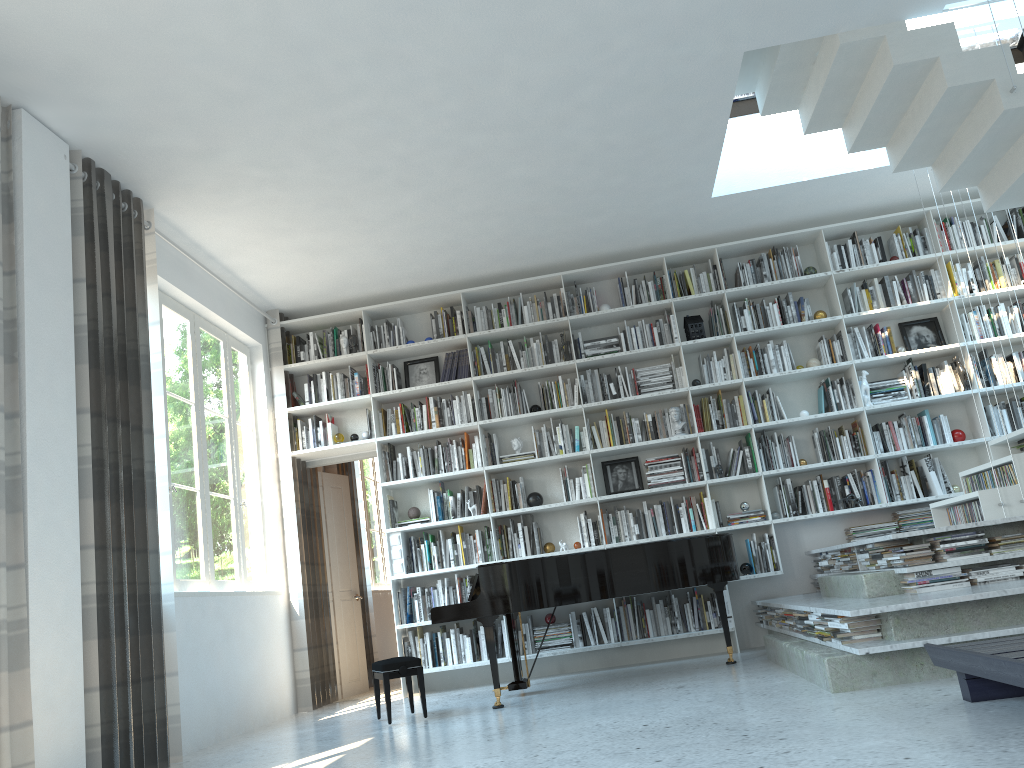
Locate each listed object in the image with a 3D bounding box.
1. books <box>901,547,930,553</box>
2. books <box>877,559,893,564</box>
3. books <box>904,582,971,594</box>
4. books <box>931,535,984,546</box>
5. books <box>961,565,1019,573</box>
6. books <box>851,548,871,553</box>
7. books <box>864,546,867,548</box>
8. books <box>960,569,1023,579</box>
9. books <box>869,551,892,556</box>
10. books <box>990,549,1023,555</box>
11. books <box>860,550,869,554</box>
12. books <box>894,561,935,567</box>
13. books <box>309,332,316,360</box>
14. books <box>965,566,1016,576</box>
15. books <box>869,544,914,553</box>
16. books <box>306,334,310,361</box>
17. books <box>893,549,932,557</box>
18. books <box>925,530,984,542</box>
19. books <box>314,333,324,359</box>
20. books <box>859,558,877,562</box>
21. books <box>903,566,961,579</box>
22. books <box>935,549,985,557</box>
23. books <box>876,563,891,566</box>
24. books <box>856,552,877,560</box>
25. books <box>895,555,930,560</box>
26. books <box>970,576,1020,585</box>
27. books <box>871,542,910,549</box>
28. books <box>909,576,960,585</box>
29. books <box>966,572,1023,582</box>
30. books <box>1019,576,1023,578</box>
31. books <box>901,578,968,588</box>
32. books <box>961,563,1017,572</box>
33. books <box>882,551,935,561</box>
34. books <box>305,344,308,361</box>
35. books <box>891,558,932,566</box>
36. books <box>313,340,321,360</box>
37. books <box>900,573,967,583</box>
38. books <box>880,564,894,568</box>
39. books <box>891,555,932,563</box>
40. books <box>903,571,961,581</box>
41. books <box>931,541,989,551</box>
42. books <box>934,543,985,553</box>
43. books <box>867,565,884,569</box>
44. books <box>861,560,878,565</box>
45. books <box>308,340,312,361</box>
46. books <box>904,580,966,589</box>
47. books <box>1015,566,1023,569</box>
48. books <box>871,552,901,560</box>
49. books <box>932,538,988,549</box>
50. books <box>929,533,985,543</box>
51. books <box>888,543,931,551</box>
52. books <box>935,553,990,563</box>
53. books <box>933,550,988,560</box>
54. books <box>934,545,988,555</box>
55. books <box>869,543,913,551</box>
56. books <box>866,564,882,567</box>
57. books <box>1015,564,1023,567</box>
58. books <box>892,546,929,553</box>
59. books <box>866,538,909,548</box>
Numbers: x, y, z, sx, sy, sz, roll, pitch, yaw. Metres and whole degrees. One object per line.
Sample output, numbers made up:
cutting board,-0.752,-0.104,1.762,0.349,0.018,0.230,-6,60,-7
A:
books,2.185,0.901,4.800,0.091,0.011,0.190,-9,-14,3
books,2.190,1.002,5.064,0.155,0.028,0.190,-10,-14,6
books,2.165,1.040,4.526,0.262,0.023,0.200,-9,-14,3
books,2.354,0.831,4.698,0.221,0.018,0.154,-10,-14,6
books,2.440,0.947,4.539,0.242,0.005,0.153,-10,-14,6
books,2.192,0.997,5.381,0.192,0.014,0.257,-8,-14,1
books,2.220,0.979,5.381,0.134,0.014,0.181,-11,-14,10
books,2.443,0.971,4.527,0.272,0.012,0.159,-9,-14,3
books,2.170,0.961,5.076,0.187,0.009,0.251,-9,-14,5
books,2.640,0.872,4.636,0.291,0.007,0.174,-10,-14,8
books,2.217,1.008,5.375,0.145,0.017,0.209,-8,-14,0
books,2.171,0.972,4.787,0.144,0.009,0.250,-9,-14,5
books,-1.672,-0.282,7.568,0.028,0.283,0.190,-9,-13,5
books,2.442,0.959,4.542,0.211,0.018,0.134,-10,-14,8
books,2.170,0.945,5.079,0.168,0.013,0.282,-9,-14,2
books,-1.714,-0.273,7.573,0.010,0.280,0.161,-9,-13,5
books,2.165,0.916,4.800,0.137,0.012,0.243,-10,-14,6
books,2.352,0.809,4.715,0.261,0.016,0.129,-9,-14,4
books,-1.611,-0.285,7.545,0.057,0.262,0.191,-9,-13,5
books,2.208,1.054,5.366,0.178,0.015,0.188,-11,-14,10
books,2.156,0.969,4.559,0.234,0.025,0.158,-8,-14,0
books,2.363,0.894,4.689,0.207,0.012,0.132,-8,-14,1
books,2.187,1.020,5.061,0.154,0.007,0.293,-10,-14,8
books,2.210,1.032,5.371,0.174,0.029,0.251,-9,-14,3
books,2.164,0.938,4.795,0.134,0.006,0.227,-10,-14,9
books,2.448,1.004,4.524,0.208,0.015,0.153,-9,-14,3
books,2.168,0.928,5.083,0.170,0.008,0.208,-10,-14,8
books,2.162,1.008,4.547,0.210,0.012,0.168,-10,-14,9
books,2.444,0.984,4.513,0.232,0.019,0.170,-8,-14,0
books,2.728,0.961,4.503,0.249,0.009,0.144,-9,-14,4
books,2.164,1.023,4.551,0.285,0.008,0.160,-9,-14,3
books,2.439,0.939,4.543,0.220,0.013,0.149,-9,-14,4
books,2.143,0.932,4.799,0.184,0.014,0.298,-9,-14,4
books,-1.726,-0.225,7.581,0.031,0.195,0.145,-9,-13,5
books,2.154,0.963,4.791,0.161,0.014,0.212,-10,-14,9
books,-1.640,-0.252,7.547,0.030,0.206,0.176,-9,-13,5
books,2.160,0.997,4.554,0.292,0.012,0.159,-10,-14,8
books,2.193,1.032,5.057,0.142,0.020,0.231,-11,-14,10
books,2.158,0.949,4.793,0.152,0.015,0.208,-9,-14,2
books,2.160,0.989,4.569,0.257,0.010,0.132,-10,-14,9
books,2.357,0.858,4.687,0.260,0.009,0.153,-10,-14,8
books,2.358,0.867,4.682,0.210,0.012,0.168,-10,-14,6
books,2.235,1.101,5.353,0.132,0.016,0.263,-11,-14,10
books,2.222,1.071,5.361,0.167,0.024,0.192,-10,-14,6
books,-1.692,-0.248,7.573,0.024,0.226,0.158,-9,-13,5
books,2.165,1.030,4.549,0.264,0.006,0.165,-10,-14,6
books,2.719,0.913,4.491,0.287,0.018,0.190,-9,-14,4
books,2.177,0.977,5.071,0.177,0.026,0.231,-9,-14,5
books,2.353,0.841,4.669,0.230,0.015,0.190,-11,-14,10
books,2.351,0.816,4.693,0.228,0.009,0.159,-8,-14,1
books,2.152,0.886,4.808,0.149,0.014,0.229,-9,-14,3
books,2.364,0.914,4.664,0.216,0.015,0.178,-9,-14,3
books,2.364,0.904,4.681,0.227,0.012,0.149,-9,-14,3
books,2.359,0.877,4.669,0.215,0.013,0.189,-9,-14,4
books,2.170,0.935,5.081,0.171,0.007,0.261,-9,-14,3
books,2.242,1.086,5.355,0.136,0.013,0.259,-9,-14,5
books,2.711,0.903,4.503,0.275,0.009,0.177,-9,-14,5
books,2.157,0.896,4.805,0.132,0.009,0.270,-10,-14,9
books,2.153,0.916,5.088,0.189,0.022,0.238,-11,-14,10
